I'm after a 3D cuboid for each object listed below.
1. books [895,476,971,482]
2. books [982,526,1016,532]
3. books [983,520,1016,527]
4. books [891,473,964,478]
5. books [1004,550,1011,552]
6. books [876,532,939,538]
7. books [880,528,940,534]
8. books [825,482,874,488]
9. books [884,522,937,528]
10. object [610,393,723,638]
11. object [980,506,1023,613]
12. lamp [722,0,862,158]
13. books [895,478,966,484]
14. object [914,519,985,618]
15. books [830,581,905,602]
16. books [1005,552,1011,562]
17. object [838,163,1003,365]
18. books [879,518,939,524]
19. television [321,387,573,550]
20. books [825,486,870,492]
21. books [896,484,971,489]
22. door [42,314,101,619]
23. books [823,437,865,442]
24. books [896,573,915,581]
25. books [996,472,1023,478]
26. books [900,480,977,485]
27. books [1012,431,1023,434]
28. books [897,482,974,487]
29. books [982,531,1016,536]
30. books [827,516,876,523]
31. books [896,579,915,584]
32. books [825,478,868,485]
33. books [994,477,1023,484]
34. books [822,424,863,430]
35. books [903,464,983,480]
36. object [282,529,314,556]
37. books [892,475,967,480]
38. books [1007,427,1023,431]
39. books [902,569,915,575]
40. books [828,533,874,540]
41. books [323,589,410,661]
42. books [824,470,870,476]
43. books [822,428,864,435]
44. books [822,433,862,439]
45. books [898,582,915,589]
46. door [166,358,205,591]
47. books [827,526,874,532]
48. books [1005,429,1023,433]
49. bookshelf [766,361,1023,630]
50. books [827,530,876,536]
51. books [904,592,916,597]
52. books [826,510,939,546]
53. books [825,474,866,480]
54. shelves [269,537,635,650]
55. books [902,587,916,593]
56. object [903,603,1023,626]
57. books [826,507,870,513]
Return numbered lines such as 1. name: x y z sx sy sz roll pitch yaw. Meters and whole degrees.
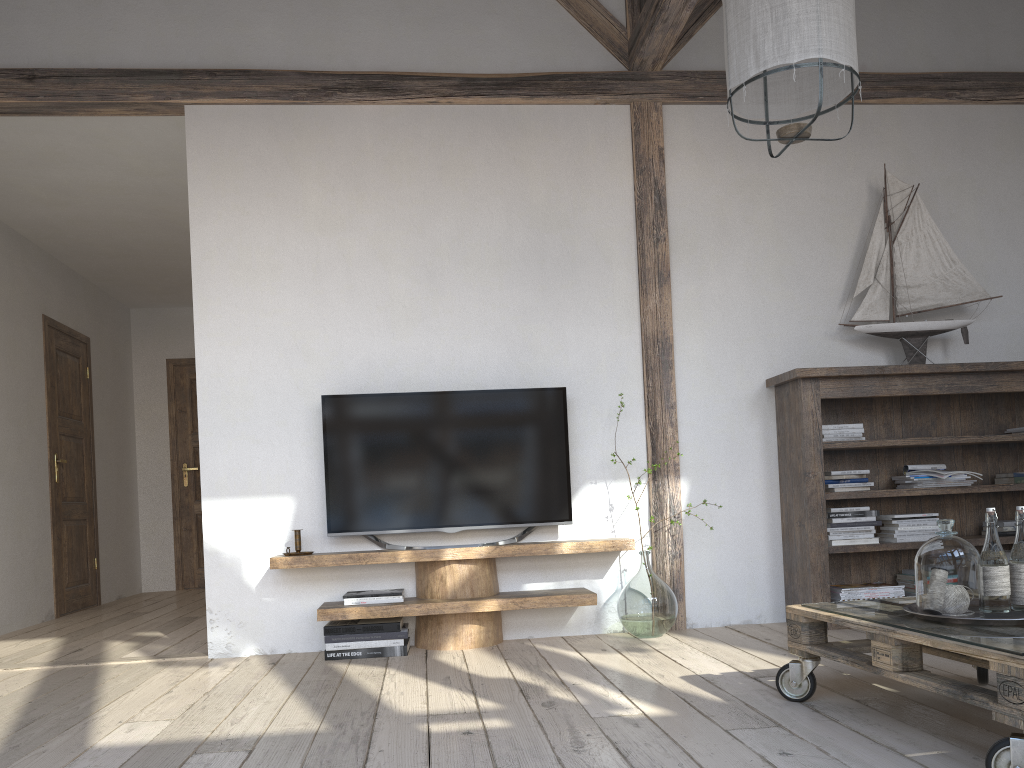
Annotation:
1. books: 1.972 0.447 4.132 0.258 0.009 0.206 -3 -8 1
2. books: 2.393 0.686 4.199 0.211 0.023 0.161 -2 -8 -6
3. books: 2.394 0.664 4.199 0.228 0.024 0.153 -1 -8 -10
4. books: 1.956 0.433 4.148 0.258 0.009 0.206 -3 -8 6
5. books: 2.357 0.900 4.205 0.107 0.205 0.158 -2 -3 -6
6. books: 1.855 0.706 4.129 0.219 0.017 0.158 -2 -8 -6
7. books: 1.872 0.688 4.130 0.219 0.017 0.158 -3 -8 -1
8. books: 1.552 0.476 4.124 0.219 0.017 0.158 -2 -8 -6
9. books: 1.864 0.658 4.125 0.184 0.018 0.141 -2 -8 -6
10. object: 0.708 0.591 4.043 0.515 1.115 0.276 -2 -1 -19
11. object: 1.276 0.450 2.262 0.154 0.266 0.071 -2 -1 -6
12. lamp: 0.868 -1.306 2.785 0.401 1.079 0.407 -4 -2 35
13. books: 1.961 0.457 4.137 0.258 0.009 0.206 -4 -8 11
14. object: 1.112 0.467 2.245 0.156 0.246 0.157 -1 -3 -37
15. books: 1.628 0.979 4.101 0.316 0.087 0.240 -2 -7 -6
16. books: 2.479 0.876 4.206 0.410 0.247 0.203 -2 -3 -6
17. object: 1.925 -0.559 4.167 0.789 0.988 0.141 -3 -1 -1
18. books: 1.869 0.645 4.154 0.219 0.017 0.158 -3 -8 -1
19. television: -0.285 0.385 3.976 1.102 0.703 0.207 -2 -1 -6
20. books: 1.558 0.494 4.123 0.184 0.020 0.141 -1 -8 -11
21. books: 1.973 0.480 4.125 0.258 0.009 0.206 -3 -8 2
22. door: -3.170 0.614 6.357 0.082 2.061 0.845 -3 -2 -6
23. books: 1.513 0.267 4.128 0.219 0.017 0.158 -1 -8 -11
24. books: 1.969 0.909 4.163 0.221 0.025 0.176 -1 -8 -11
25. books: 2.455 0.433 4.210 0.204 0.021 0.151 -2 -8 -2
26. books: 1.995 0.462 4.126 0.258 0.009 0.206 -2 -8 -4
27. books: 2.585 0.224 4.219 0.258 0.009 0.206 -1 -8 -14
28. books: 1.981 0.472 4.126 0.258 0.009 0.206 -2 -8 -1
29. books: 2.387 0.710 4.197 0.228 0.024 0.153 -3 -8 3
30. books: 1.548 0.631 4.093 0.218 0.021 0.159 -1 -8 -11
31. books: 1.971 0.928 4.162 0.230 0.013 0.175 -2 -8 -3
32. books: 1.544 0.457 4.123 0.208 0.020 0.147 -4 -8 10
33. books: 2.463 0.459 4.215 0.218 0.030 0.163 -2 -8 -3
34. books: 1.507 0.208 4.134 0.218 0.021 0.159 -2 -8 -6
35. books: 2.015 0.416 4.123 0.261 0.087 0.223 1 -8 -26
36. object: -0.950 0.703 3.905 0.139 0.112 0.141 -1 -5 -23
37. books: 1.962 0.440 4.144 0.258 0.009 0.206 -3 -8 1
38. books: 2.561 0.208 4.221 0.258 0.009 0.206 -1 -8 -9
39. books: 1.974 0.886 4.161 0.199 0.021 0.134 -2 -8 -7
40. books: 1.546 0.711 4.105 0.218 0.021 0.159 -2 -8 -6
41. books: -0.637 1.057 3.886 0.359 0.263 0.293 -2 -5 -6
42. books: 1.554 0.418 4.125 0.184 0.018 0.141 -2 -8 -6
43. books: 1.509 0.229 4.127 0.218 0.021 0.159 -2 -8 -6
44. books: 1.514 0.247 4.108 0.184 0.018 0.141 -2 -8 -6
45. books: 1.964 0.943 4.147 0.224 0.021 0.159 -2 -8 -5
46. door: -2.562 0.790 7.866 0.941 2.062 0.082 -2 -1 -6
47. books: 1.541 0.671 4.085 0.219 0.017 0.158 -3 -8 -1
48. books: 2.549 0.218 4.223 0.258 0.009 0.206 -3 -8 1
49. bookshelf: 2.073 0.513 4.140 1.623 1.170 0.349 -2 -1 -6
50. books: 1.550 0.691 4.102 0.219 0.017 0.158 -2 -8 -6
51. books: 1.964 0.993 4.148 0.223 0.038 0.175 -2 -7 -6
52. books: 1.707 0.666 4.128 0.548 0.151 0.208 -2 -5 -6
53. books: 1.549 0.437 4.122 0.199 0.021 0.134 4 -10 -40
54. shelves: -0.243 0.954 3.927 1.601 0.449 0.333 -2 -3 -6
55. books: 1.965 0.964 4.147 0.224 0.021 0.159 -1 -8 -10
56. object: 1.198 0.573 2.209 0.395 0.021 0.397 -5 -8 14
57. books: 1.539 0.583 4.088 0.184 0.018 0.141 -2 -8 -6
